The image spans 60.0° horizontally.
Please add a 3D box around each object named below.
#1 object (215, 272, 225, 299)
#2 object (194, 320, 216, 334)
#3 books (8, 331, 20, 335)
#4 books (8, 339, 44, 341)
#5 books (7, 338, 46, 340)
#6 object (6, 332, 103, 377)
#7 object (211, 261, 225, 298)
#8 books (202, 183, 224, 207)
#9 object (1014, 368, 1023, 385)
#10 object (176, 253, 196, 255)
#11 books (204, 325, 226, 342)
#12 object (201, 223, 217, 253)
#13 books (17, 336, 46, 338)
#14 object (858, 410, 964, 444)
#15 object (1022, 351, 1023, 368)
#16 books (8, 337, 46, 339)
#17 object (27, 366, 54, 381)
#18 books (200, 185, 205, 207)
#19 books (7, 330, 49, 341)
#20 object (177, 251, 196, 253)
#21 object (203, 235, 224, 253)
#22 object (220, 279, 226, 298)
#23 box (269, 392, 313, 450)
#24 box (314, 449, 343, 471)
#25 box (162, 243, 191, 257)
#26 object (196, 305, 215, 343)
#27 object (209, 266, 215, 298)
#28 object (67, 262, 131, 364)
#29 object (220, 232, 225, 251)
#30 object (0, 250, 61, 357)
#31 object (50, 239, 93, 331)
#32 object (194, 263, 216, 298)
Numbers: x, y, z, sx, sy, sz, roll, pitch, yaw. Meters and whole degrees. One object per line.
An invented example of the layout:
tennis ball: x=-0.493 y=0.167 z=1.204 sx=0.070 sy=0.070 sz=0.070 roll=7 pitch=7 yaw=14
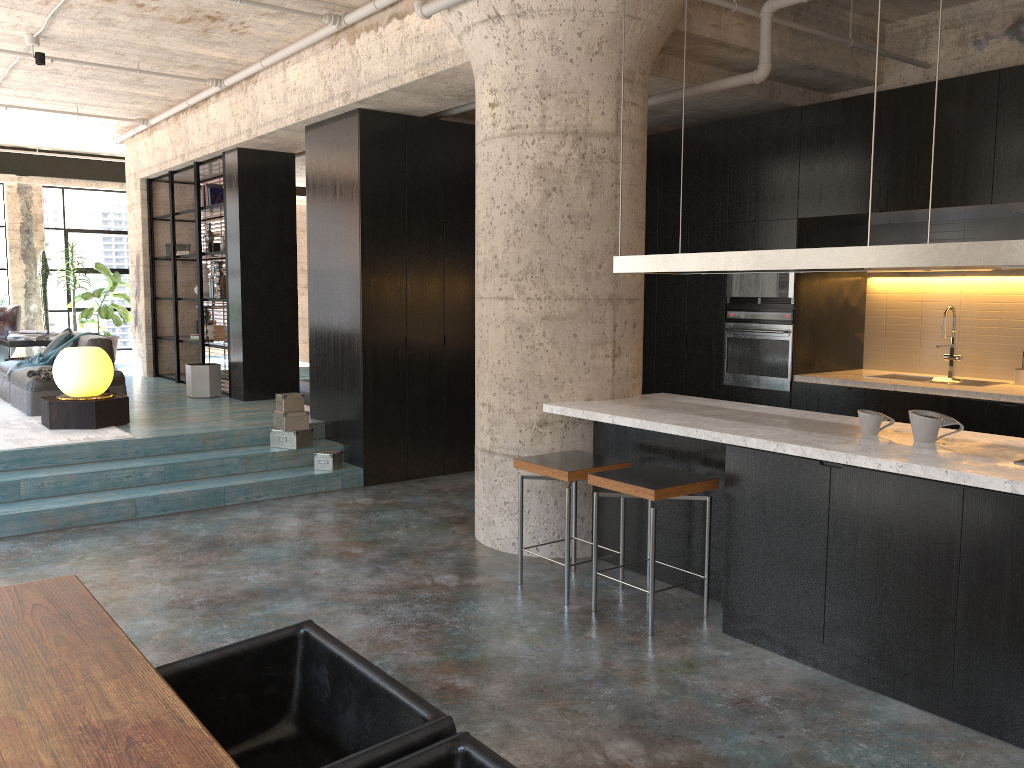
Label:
object: x=-3.314 y=-1.120 z=10.065 sx=0.099 sy=0.301 sz=0.099 roll=-5 pitch=8 yaw=-43
object: x=-3.914 y=-0.701 z=11.321 sx=0.284 sy=0.231 sz=0.335 roll=-4 pitch=7 yaw=-37
books: x=-5.719 y=-0.572 z=10.339 sx=0.278 sy=0.075 sz=0.320 roll=-4 pitch=7 yaw=-33
books: x=-5.477 y=-0.503 z=9.999 sx=0.318 sy=0.011 sz=0.252 roll=5 pitch=8 yaw=39
books: x=-5.467 y=-0.512 z=9.985 sx=0.318 sy=0.011 sz=0.252 roll=4 pitch=7 yaw=29
object: x=-4.591 y=-0.307 z=9.043 sx=0.985 sy=0.438 sz=0.444 roll=-1 pitch=6 yaw=-11
object: x=-3.517 y=-1.254 z=10.663 sx=0.191 sy=0.447 sz=0.192 roll=1 pitch=6 yaw=10
books: x=-3.446 y=-2.171 z=10.275 sx=0.221 sy=0.298 sz=0.258 roll=-4 pitch=7 yaw=-37
object: x=3.661 y=-0.055 z=6.378 sx=0.092 sy=0.117 sz=0.092 roll=0 pitch=6 yaw=2
object: x=-4.004 y=-1.597 z=10.950 sx=0.243 sy=0.034 sz=0.179 roll=4 pitch=7 yaw=31
books: x=-3.588 y=-0.612 z=10.686 sx=0.257 sy=0.188 sz=0.306 roll=2 pitch=6 yaw=18
object: x=-3.702 y=-1.764 z=10.853 sx=0.180 sy=0.394 sz=0.178 roll=-5 pitch=8 yaw=-43
books: x=-5.474 y=-0.536 z=10.009 sx=0.318 sy=0.011 sz=0.252 roll=4 pitch=7 yaw=34
object: x=1.762 y=0.178 z=3.957 sx=0.188 sy=0.133 sz=0.437 roll=-4 pitch=7 yaw=-36
object: x=3.802 y=-0.161 z=6.350 sx=0.060 sy=0.336 sz=0.291 roll=-5 pitch=8 yaw=-43
books: x=-5.471 y=-0.524 z=10.003 sx=0.318 sy=0.011 sz=0.252 roll=4 pitch=7 yaw=29
object: x=-4.239 y=-0.082 z=8.203 sx=0.433 sy=0.185 sz=0.429 roll=-5 pitch=8 yaw=-41
books: x=-3.594 y=-2.189 z=10.473 sx=0.216 sy=0.290 sz=0.231 roll=-4 pitch=7 yaw=-37
books: x=-5.424 y=-0.542 z=9.946 sx=0.322 sy=0.109 sz=0.273 roll=1 pitch=6 yaw=3
object: x=-3.994 y=-1.626 z=10.948 sx=0.227 sy=0.024 sz=0.166 roll=4 pitch=7 yaw=32
object: x=-3.379 y=-1.589 z=10.097 sx=0.200 sy=0.200 sz=0.409 roll=-3 pitch=7 yaw=-27
object: x=-3.380 y=-1.129 z=10.533 sx=0.189 sy=0.230 sz=0.190 roll=1 pitch=6 yaw=8
box: x=-1.832 y=0.301 z=7.354 sx=0.331 sy=0.441 sz=0.280 roll=6 pitch=8 yaw=42
box: x=-1.495 y=0.619 z=7.223 sx=0.172 sy=0.140 sz=0.187 roll=2 pitch=6 yaw=15
box: x=-4.247 y=-1.690 z=11.228 sx=0.306 sy=0.157 sz=0.312 roll=-3 pitch=7 yaw=-27
object: x=-3.582 y=-0.702 z=10.389 sx=0.218 sy=0.433 sz=0.218 roll=6 pitch=8 yaw=44
object: x=-3.694 y=-1.259 z=10.945 sx=0.062 sy=0.395 sz=0.121 roll=-4 pitch=7 yaw=-34
object: x=-6.216 y=-1.065 z=13.496 sx=0.921 sy=1.543 sz=0.817 roll=3 pitch=6 yaw=22
object: x=-3.426 y=-1.676 z=10.553 sx=0.131 sy=0.280 sz=0.252 roll=-3 pitch=7 yaw=-29
object: x=-7.397 y=-1.072 z=12.700 sx=0.971 sy=1.708 sz=1.641 roll=3 pitch=7 yaw=28
object: x=-6.391 y=-1.165 z=12.888 sx=0.523 sy=1.863 sz=0.629 roll=3 pitch=6 yaw=21
object: x=-3.874 y=-1.305 z=11.186 sx=0.265 sy=0.432 sz=0.265 roll=1 pitch=6 yaw=7
